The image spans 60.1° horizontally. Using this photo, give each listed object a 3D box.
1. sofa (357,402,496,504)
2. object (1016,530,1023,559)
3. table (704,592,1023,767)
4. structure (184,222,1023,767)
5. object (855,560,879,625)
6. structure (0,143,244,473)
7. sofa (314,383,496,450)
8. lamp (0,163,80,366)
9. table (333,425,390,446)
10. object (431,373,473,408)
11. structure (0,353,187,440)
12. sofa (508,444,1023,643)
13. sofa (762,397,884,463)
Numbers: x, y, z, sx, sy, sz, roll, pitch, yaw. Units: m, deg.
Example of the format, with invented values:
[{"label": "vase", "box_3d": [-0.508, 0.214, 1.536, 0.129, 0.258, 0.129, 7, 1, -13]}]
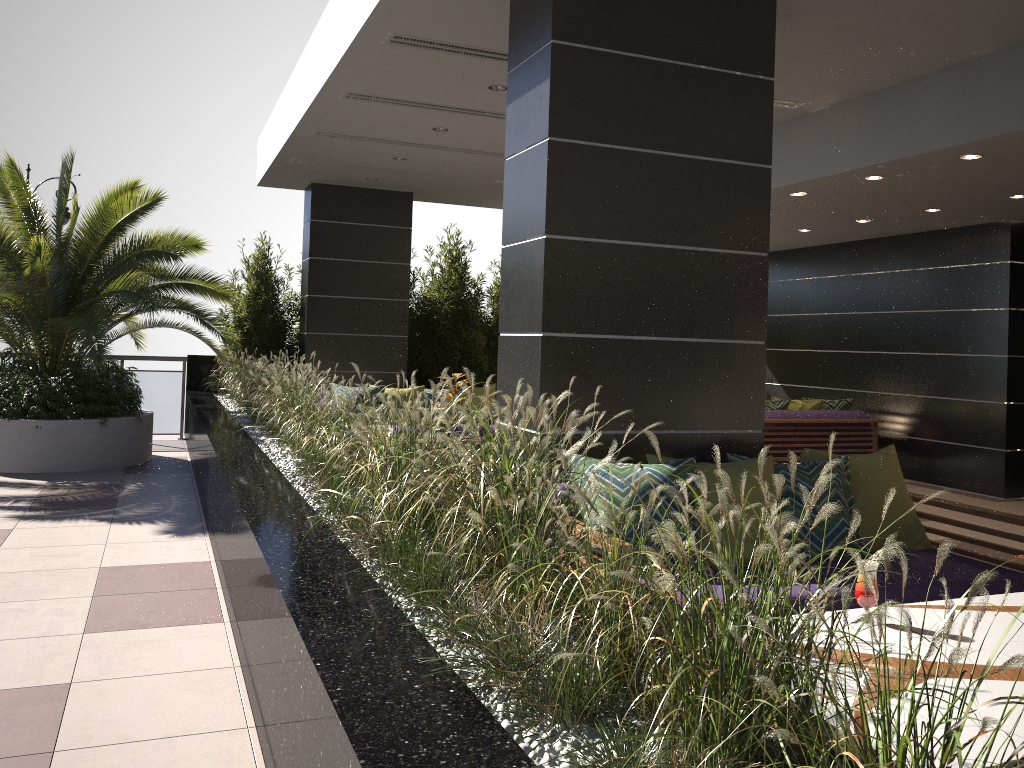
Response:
[{"label": "sofa", "box_3d": [-0.059, 0.592, 6.962, 2.124, 0.920, 1.120, 1, 1, -22]}, {"label": "object", "box_3d": [1.702, 0.491, 2.563, 0.430, 0.527, 0.425, 2, 0, -10]}, {"label": "table", "box_3d": [1.680, 1.030, 2.562, 2.035, 0.554, 0.942, 1, 2, -22]}, {"label": "structure", "box_3d": [3.787, -0.163, 2.049, 7.811, 3.123, 24.748, 1, 3, -22]}, {"label": "object", "box_3d": [1.085, 0.636, 2.707, 0.068, 0.181, 0.069, 2, -1, -39]}, {"label": "structure", "box_3d": [-4.772, -0.859, 9.208, 3.754, 3.306, 3.799, 2, 1, 21]}, {"label": "sofa", "box_3d": [-1.009, 0.453, 9.348, 2.124, 0.920, 1.120, 1, 1, -22]}, {"label": "lamp", "box_3d": [-5.821, -0.971, 10.530, 1.121, 3.331, 0.264, 2, -1, -22]}, {"label": "table", "box_3d": [-0.555, 0.703, 8.173, 2.035, 0.554, 0.942, 1, 2, -22]}, {"label": "object", "box_3d": [-0.539, 0.163, 8.183, 0.430, 0.527, 0.425, 2, 0, -5]}, {"label": "structure", "box_3d": [-6.716, 0.558, 1.014, 12.907, 1.059, 17.517, 1, 3, -22]}, {"label": "sofa", "box_3d": [1.138, 0.767, 3.958, 2.124, 0.920, 1.120, 1, 1, -22]}, {"label": "sofa", "box_3d": [2.886, 0.563, 9.844, 2.124, 0.920, 1.120, 1, 1, -22]}]
